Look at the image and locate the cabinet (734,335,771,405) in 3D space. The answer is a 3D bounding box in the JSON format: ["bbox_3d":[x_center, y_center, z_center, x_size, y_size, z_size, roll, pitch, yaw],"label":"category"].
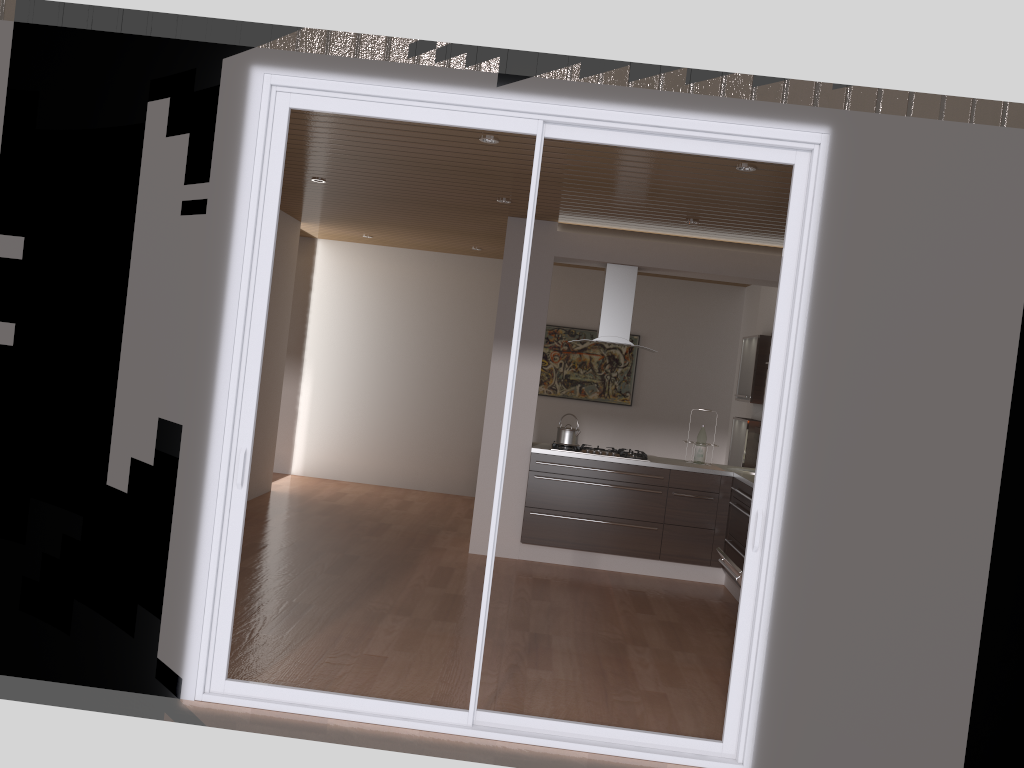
[{"bbox_3d":[2.121,-0.136,7.981,0.172,0.600,0.619,6,1,-12],"label":"cabinet"}]

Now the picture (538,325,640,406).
[{"bbox_3d":[0.754,-0.221,9.953,1.277,0.801,0.018,7,1,2],"label":"picture"}]

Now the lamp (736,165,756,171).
[{"bbox_3d":[1.222,-1.147,4.618,0.102,0.055,0.102,6,1,-15],"label":"lamp"}]

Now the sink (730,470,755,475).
[{"bbox_3d":[1.951,0.729,7.141,0.450,0.347,0.494,7,1,8],"label":"sink"}]

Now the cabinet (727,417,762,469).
[{"bbox_3d":[2.094,0.615,8.014,0.194,0.600,0.598,7,1,2],"label":"cabinet"}]

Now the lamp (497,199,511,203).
[{"bbox_3d":[-0.055,-1.335,6.363,0.102,0.055,0.102,6,1,-15],"label":"lamp"}]

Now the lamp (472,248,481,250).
[{"bbox_3d":[-0.367,-1.434,9.272,0.102,0.055,0.102,6,1,-15],"label":"lamp"}]

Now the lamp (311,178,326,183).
[{"bbox_3d":[-1.395,-1.494,6.409,0.102,0.055,0.102,6,1,-26],"label":"lamp"}]

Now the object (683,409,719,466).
[{"bbox_3d":[1.575,0.434,7.369,0.291,0.453,0.210,7,1,7],"label":"object"}]

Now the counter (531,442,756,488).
[{"bbox_3d":[1.206,0.652,6.597,2.150,0.036,1.850,7,1,2],"label":"counter"}]

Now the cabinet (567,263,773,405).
[{"bbox_3d":[1.430,-0.406,6.624,2.058,1.032,1.399,7,1,6],"label":"cabinet"}]

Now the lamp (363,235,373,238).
[{"bbox_3d":[-1.513,-1.570,9.312,0.102,0.055,0.102,6,1,-15],"label":"lamp"}]

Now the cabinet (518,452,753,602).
[{"bbox_3d":[1.153,1.102,6.606,2.150,0.870,1.850,7,1,2],"label":"cabinet"}]

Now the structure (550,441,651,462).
[{"bbox_3d":[0.712,0.539,7.245,0.797,0.047,0.494,7,1,2],"label":"structure"}]

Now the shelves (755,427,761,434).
[{"bbox_3d":[2.171,0.419,6.557,0.313,0.050,1.850,7,1,2],"label":"shelves"}]

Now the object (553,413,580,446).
[{"bbox_3d":[0.453,0.362,7.135,0.221,0.251,0.221,7,1,-5],"label":"object"}]

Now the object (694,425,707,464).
[{"bbox_3d":[1.561,0.497,7.317,0.091,0.319,0.091,8,2,37],"label":"object"}]

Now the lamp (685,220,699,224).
[{"bbox_3d":[1.285,-1.176,6.316,0.102,0.055,0.102,6,1,-26],"label":"lamp"}]

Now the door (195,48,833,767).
[{"bbox_3d":[-0.016,0.106,3.655,2.300,2.700,0.101,7,1,2],"label":"door"}]

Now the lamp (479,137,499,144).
[{"bbox_3d":[-0.118,-1.305,4.665,0.102,0.055,0.102,6,1,-15],"label":"lamp"}]

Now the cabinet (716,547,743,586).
[{"bbox_3d":[1.704,0.565,4.650,1.047,1.948,1.796,7,1,2],"label":"cabinet"}]

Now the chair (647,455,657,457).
[{"bbox_3d":[1.019,1.064,8.176,0.608,0.847,0.491,6,1,-28],"label":"chair"}]
